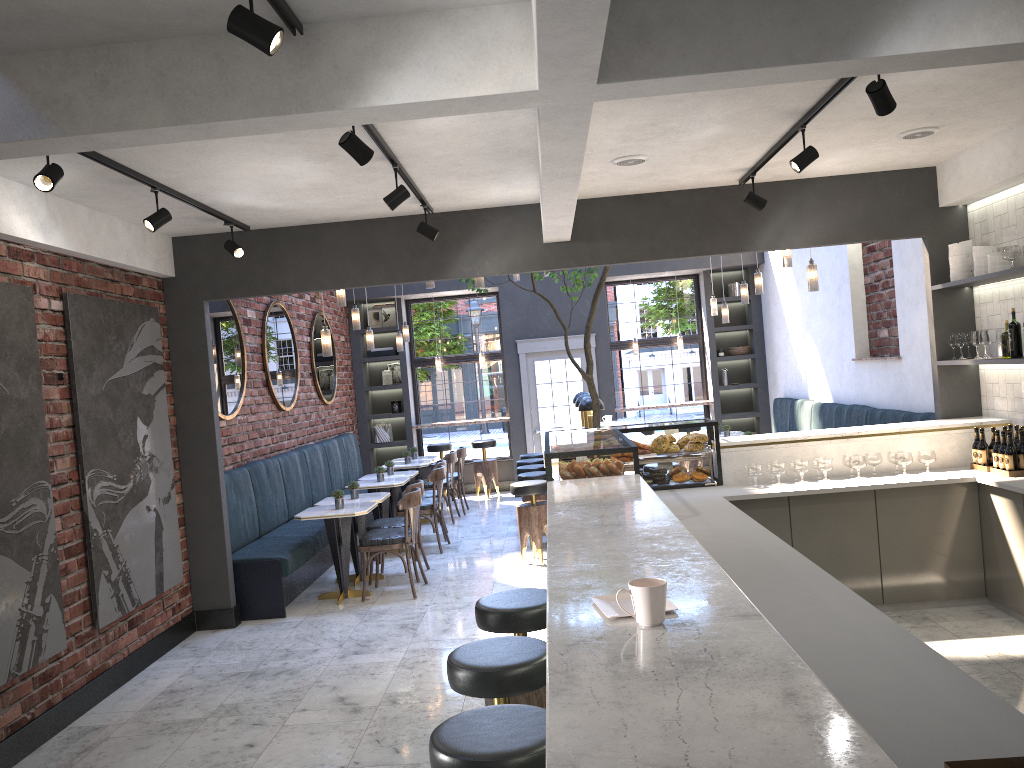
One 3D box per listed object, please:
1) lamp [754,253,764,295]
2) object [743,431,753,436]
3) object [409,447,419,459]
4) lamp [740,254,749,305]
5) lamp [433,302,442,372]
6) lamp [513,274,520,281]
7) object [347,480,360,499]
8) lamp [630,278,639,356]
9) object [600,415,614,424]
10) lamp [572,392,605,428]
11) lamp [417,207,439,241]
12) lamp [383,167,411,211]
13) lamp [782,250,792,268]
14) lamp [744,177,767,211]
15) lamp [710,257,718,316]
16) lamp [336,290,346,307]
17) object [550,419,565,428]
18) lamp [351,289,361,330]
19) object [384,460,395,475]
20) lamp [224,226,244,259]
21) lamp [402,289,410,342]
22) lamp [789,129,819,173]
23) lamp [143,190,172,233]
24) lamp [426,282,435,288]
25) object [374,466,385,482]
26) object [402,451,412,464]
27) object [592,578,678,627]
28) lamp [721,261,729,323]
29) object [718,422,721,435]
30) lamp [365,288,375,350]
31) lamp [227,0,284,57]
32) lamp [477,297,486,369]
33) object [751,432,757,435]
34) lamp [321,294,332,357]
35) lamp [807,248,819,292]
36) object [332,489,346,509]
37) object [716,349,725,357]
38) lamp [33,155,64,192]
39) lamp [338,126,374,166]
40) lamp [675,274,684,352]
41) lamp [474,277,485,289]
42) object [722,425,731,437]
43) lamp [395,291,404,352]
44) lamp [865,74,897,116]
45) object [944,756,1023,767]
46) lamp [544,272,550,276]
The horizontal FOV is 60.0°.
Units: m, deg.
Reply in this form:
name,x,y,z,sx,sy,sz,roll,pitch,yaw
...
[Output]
name,x,y,z,sx,sy,sz,roll,pitch,yaw
lamp,2.338,-2.953,8.947,0.078,4.106,0.078,-6,1,-35
object,2.573,0.594,9.645,0.118,0.165,0.122,-5,1,-20
object,-1.277,0.900,11.589,0.118,0.165,0.122,-5,1,-20
lamp,2.369,-2.915,9.619,0.078,4.106,0.078,-6,1,-35
lamp,-1.144,-0.887,13.154,0.078,1.429,0.078,-4,1,32
lamp,-0.116,-3.309,10.809,0.078,4.106,0.078,-5,1,-13
object,-1.424,0.952,7.993,0.118,0.165,0.122,-5,1,-20
lamp,1.767,-1.133,13.030,0.078,1.429,0.078,-6,1,-35
object,1.165,0.433,10.906,0.176,0.097,0.301,-5,1,-6
lamp,-0.085,-0.993,5.972,4.182,3.257,8.835,-5,1,-14
lamp,-0.587,-1.106,6.147,0.157,0.238,0.087,-5,1,-3
lamp,-0.647,-1.088,4.954,0.157,0.238,0.087,-5,1,-3
lamp,2.281,-3.082,7.850,0.078,4.106,0.078,-5,1,-13
lamp,1.658,-1.294,6.052,0.157,0.235,0.087,-5,1,-3
lamp,2.442,-2.928,11.393,0.078,4.106,0.078,-5,1,-13
lamp,-1.706,-2.744,7.953,0.078,4.106,0.078,-5,1,-13
object,0.561,0.484,10.899,0.176,0.098,0.204,-5,1,8
lamp,-1.776,-2.606,9.122,0.078,4.106,0.078,-5,1,10
object,-1.350,0.925,9.812,0.118,0.165,0.122,-5,1,-20
lamp,-1.947,-0.990,6.203,0.157,0.235,0.087,-4,1,43
lamp,-1.545,-2.591,11.512,0.078,4.106,0.078,-5,1,-13
lamp,1.597,-1.276,4.858,0.157,0.235,0.087,-5,1,-3
lamp,-2.005,-0.973,5.008,0.087,0.238,0.157,-4,1,41
lamp,-0.922,-2.927,8.098,0.078,4.106,0.078,-4,1,32
object,-1.373,0.934,9.231,0.118,0.165,0.122,-5,1,-20
object,-1.301,0.908,11.008,0.118,0.165,0.122,-5,1,-20
object,0.302,0.504,2.144,0.176,0.097,0.301,-5,1,-6
lamp,2.426,-2.786,10.732,0.078,4.106,0.078,-5,1,-13
object,2.646,0.568,11.422,0.118,0.165,0.122,-5,1,-20
lamp,-1.734,-2.422,9.769,0.078,4.106,0.078,-5,1,10
lamp,-0.734,-1.054,2.525,0.157,0.238,0.087,-5,1,-3
lamp,-0.490,-0.942,13.126,0.078,1.429,0.078,-6,1,-35
object,3.535,0.925,12.919,0.121,0.438,0.193,-4,1,23
lamp,-1.695,-2.273,7.278,0.078,4.106,0.078,-5,1,-13
lamp,2.276,-2.798,7.157,0.078,4.106,0.078,-5,1,-13
object,-1.447,0.960,7.412,0.118,0.165,0.122,-5,1,-20
object,3.055,-0.458,12.989,0.116,0.119,0.117,-5,1,-21
lamp,-2.046,-0.956,3.908,0.087,0.235,0.157,-5,1,-4
lamp,-0.681,-1.073,3.859,0.087,0.238,0.157,-4,1,41
lamp,2.422,-1.188,13.002,0.078,1.429,0.078,-4,1,32
lamp,-0.437,-2.831,7.214,0.078,4.106,0.078,-4,1,32
object,2.622,0.577,10.841,0.118,0.165,0.122,-5,1,-20
lamp,-1.557,-2.450,10.943,0.078,4.106,0.078,-5,1,-13
lamp,1.563,-1.261,3.764,0.087,0.235,0.157,-4,1,41
object,0.682,0.512,1.019,0.231,0.038,0.307,-5,1,2
lamp,0.281,-3.441,11.418,0.078,4.106,0.078,-5,1,-13
